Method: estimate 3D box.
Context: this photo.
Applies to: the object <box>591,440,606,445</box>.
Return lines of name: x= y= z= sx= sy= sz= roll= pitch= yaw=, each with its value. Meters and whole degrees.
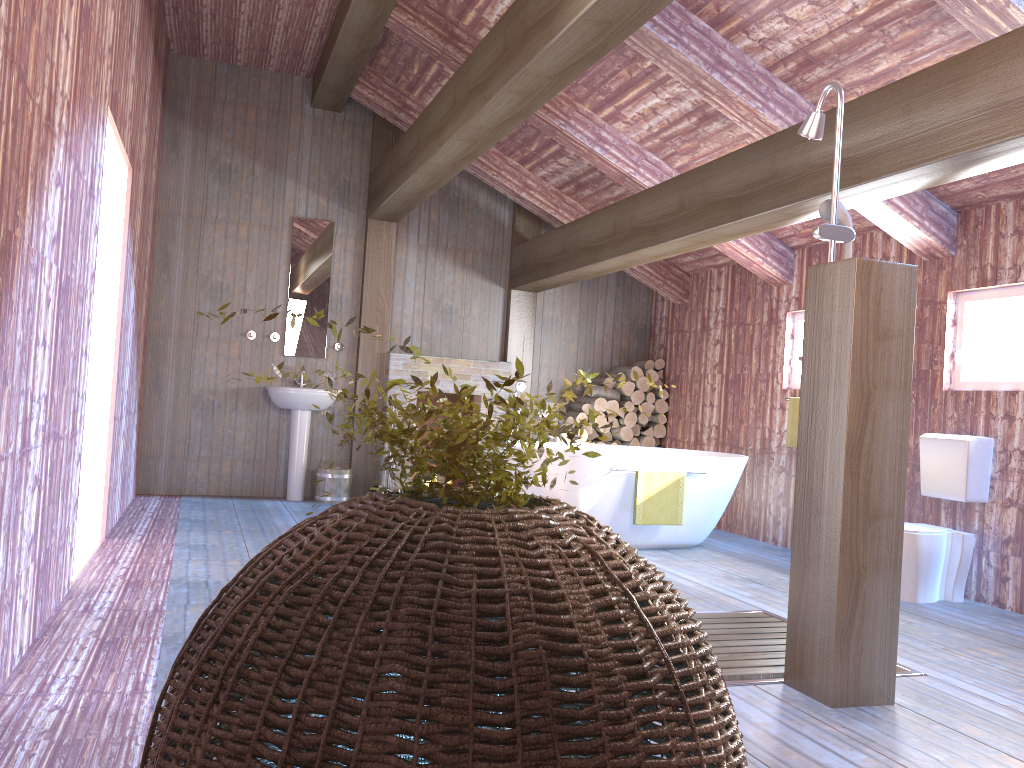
object: x=0.761 y=0.582 z=8.292 sx=0.114 sy=0.120 sz=0.303 roll=4 pitch=-1 yaw=-19

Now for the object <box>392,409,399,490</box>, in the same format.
object: x=-0.971 y=0.596 z=7.540 sx=0.206 sy=0.871 sz=0.126 roll=3 pitch=-1 yaw=23

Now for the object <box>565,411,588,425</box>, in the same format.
object: x=0.593 y=0.314 z=8.222 sx=0.115 sy=0.123 sz=0.291 roll=4 pitch=-1 yaw=-18

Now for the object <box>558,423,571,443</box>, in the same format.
object: x=0.483 y=0.499 z=8.008 sx=0.147 sy=0.298 sz=0.109 roll=4 pitch=-1 yaw=-17

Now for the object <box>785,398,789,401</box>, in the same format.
object: x=2.117 y=0.113 z=6.275 sx=0.091 sy=0.043 sz=0.581 roll=4 pitch=-1 yaw=-19

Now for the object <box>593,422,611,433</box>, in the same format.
object: x=0.810 y=0.393 z=8.302 sx=0.115 sy=0.123 sz=0.291 roll=4 pitch=-1 yaw=-18

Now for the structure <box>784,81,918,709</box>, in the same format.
structure: x=1.191 y=-0.022 z=3.168 sx=0.328 sy=2.209 sz=0.522 roll=4 pitch=-1 yaw=1

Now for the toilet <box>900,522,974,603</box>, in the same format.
toilet: x=2.187 y=0.980 z=4.881 sx=0.534 sy=0.400 sz=0.375 roll=4 pitch=-1 yaw=-19

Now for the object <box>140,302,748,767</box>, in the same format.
object: x=-0.087 y=0.429 z=1.495 sx=0.972 sy=1.073 sz=0.970 roll=5 pitch=-2 yaw=-39

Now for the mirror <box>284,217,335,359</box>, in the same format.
mirror: x=-1.749 y=-0.828 z=7.661 sx=0.350 sy=1.199 sz=0.009 roll=4 pitch=-1 yaw=-20

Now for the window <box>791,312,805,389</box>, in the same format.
window: x=2.342 y=-0.247 z=6.119 sx=0.054 sy=0.587 sz=1.255 roll=4 pitch=-1 yaw=-19

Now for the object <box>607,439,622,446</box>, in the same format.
object: x=0.932 y=0.584 z=8.454 sx=0.116 sy=0.118 sz=0.289 roll=4 pitch=-1 yaw=-22

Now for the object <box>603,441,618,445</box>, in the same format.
object: x=0.859 y=0.585 z=8.322 sx=0.098 sy=0.100 sz=0.437 roll=4 pitch=-1 yaw=-21

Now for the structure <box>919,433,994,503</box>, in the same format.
structure: x=2.483 y=0.466 z=4.980 sx=0.182 sy=0.363 sz=0.358 roll=4 pitch=-1 yaw=-19

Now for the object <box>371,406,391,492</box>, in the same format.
object: x=-1.112 y=0.573 z=7.503 sx=0.136 sy=0.846 sz=0.062 roll=5 pitch=-2 yaw=-38

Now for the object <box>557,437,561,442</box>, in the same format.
object: x=0.303 y=0.530 z=8.137 sx=0.139 sy=0.137 sz=0.455 roll=4 pitch=-1 yaw=-21

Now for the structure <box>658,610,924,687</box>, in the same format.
structure: x=0.919 y=1.088 z=3.647 sx=1.000 sy=0.067 sz=1.000 roll=4 pitch=-1 yaw=-20

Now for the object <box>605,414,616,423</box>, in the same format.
object: x=0.882 y=0.322 z=8.331 sx=0.088 sy=0.092 sz=0.280 roll=4 pitch=-1 yaw=-19

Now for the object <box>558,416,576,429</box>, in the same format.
object: x=0.476 y=0.352 z=8.231 sx=0.114 sy=0.113 sz=0.301 roll=4 pitch=-1 yaw=-22

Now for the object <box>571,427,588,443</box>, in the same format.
object: x=0.551 y=0.466 z=8.215 sx=0.138 sy=0.147 sz=0.440 roll=4 pitch=-1 yaw=-19

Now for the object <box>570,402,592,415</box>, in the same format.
object: x=0.645 y=0.227 z=8.256 sx=0.106 sy=0.112 sz=0.282 roll=4 pitch=-1 yaw=-19

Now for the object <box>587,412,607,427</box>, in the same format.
object: x=0.722 y=0.322 z=8.272 sx=0.141 sy=0.143 sz=0.437 roll=4 pitch=-1 yaw=-21

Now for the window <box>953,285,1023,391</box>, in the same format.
window: x=2.836 y=-0.248 z=4.653 sx=0.054 sy=0.587 sz=1.255 roll=4 pitch=-1 yaw=-19

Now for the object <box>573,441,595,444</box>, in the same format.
object: x=0.622 y=0.581 z=8.256 sx=0.139 sy=0.148 sz=0.458 roll=4 pitch=-1 yaw=-19

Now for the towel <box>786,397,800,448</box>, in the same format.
towel: x=2.071 y=0.277 z=6.265 sx=0.032 sy=0.361 sz=0.370 roll=4 pitch=-1 yaw=-19

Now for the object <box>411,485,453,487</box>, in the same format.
object: x=-0.774 y=1.047 z=8.618 sx=0.829 sy=0.085 sz=0.935 roll=5 pitch=-2 yaw=-37

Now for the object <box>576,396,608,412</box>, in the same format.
object: x=0.740 y=0.187 z=8.285 sx=0.135 sy=0.145 sz=0.439 roll=4 pitch=-1 yaw=-19

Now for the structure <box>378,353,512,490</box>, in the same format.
structure: x=-0.612 y=0.425 z=7.990 sx=1.130 sy=1.330 sz=0.226 roll=4 pitch=-1 yaw=-20

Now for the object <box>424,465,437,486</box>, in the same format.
object: x=-0.775 y=0.922 z=8.454 sx=0.221 sy=0.306 sz=0.121 roll=3 pitch=-1 yaw=8

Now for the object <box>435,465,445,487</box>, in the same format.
object: x=-0.665 y=0.869 z=8.318 sx=0.098 sy=0.434 sz=0.283 roll=4 pitch=-1 yaw=-21

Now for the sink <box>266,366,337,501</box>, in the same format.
sink: x=-1.773 y=0.414 z=7.431 sx=0.582 sy=1.143 sz=0.475 roll=4 pitch=-1 yaw=-20

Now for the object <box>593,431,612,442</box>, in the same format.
object: x=0.837 y=0.490 z=8.421 sx=0.104 sy=0.127 sz=0.321 roll=4 pitch=-1 yaw=-19

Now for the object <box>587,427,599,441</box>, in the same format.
object: x=0.699 y=0.465 z=8.369 sx=0.128 sy=0.150 sz=0.323 roll=4 pitch=-1 yaw=-19

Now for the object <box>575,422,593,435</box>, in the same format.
object: x=0.636 y=0.407 z=8.254 sx=0.111 sy=0.113 sz=0.301 roll=4 pitch=-1 yaw=-20

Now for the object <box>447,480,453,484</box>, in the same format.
object: x=-0.640 y=0.892 z=8.568 sx=0.140 sy=0.459 sz=0.266 roll=4 pitch=-1 yaw=-2

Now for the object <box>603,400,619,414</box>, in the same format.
object: x=0.847 y=0.208 z=8.323 sx=0.138 sy=0.147 sz=0.440 roll=4 pitch=-1 yaw=-19

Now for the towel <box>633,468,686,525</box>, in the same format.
towel: x=0.958 y=0.734 z=5.745 sx=0.370 sy=0.361 sz=0.032 roll=4 pitch=-1 yaw=-23
